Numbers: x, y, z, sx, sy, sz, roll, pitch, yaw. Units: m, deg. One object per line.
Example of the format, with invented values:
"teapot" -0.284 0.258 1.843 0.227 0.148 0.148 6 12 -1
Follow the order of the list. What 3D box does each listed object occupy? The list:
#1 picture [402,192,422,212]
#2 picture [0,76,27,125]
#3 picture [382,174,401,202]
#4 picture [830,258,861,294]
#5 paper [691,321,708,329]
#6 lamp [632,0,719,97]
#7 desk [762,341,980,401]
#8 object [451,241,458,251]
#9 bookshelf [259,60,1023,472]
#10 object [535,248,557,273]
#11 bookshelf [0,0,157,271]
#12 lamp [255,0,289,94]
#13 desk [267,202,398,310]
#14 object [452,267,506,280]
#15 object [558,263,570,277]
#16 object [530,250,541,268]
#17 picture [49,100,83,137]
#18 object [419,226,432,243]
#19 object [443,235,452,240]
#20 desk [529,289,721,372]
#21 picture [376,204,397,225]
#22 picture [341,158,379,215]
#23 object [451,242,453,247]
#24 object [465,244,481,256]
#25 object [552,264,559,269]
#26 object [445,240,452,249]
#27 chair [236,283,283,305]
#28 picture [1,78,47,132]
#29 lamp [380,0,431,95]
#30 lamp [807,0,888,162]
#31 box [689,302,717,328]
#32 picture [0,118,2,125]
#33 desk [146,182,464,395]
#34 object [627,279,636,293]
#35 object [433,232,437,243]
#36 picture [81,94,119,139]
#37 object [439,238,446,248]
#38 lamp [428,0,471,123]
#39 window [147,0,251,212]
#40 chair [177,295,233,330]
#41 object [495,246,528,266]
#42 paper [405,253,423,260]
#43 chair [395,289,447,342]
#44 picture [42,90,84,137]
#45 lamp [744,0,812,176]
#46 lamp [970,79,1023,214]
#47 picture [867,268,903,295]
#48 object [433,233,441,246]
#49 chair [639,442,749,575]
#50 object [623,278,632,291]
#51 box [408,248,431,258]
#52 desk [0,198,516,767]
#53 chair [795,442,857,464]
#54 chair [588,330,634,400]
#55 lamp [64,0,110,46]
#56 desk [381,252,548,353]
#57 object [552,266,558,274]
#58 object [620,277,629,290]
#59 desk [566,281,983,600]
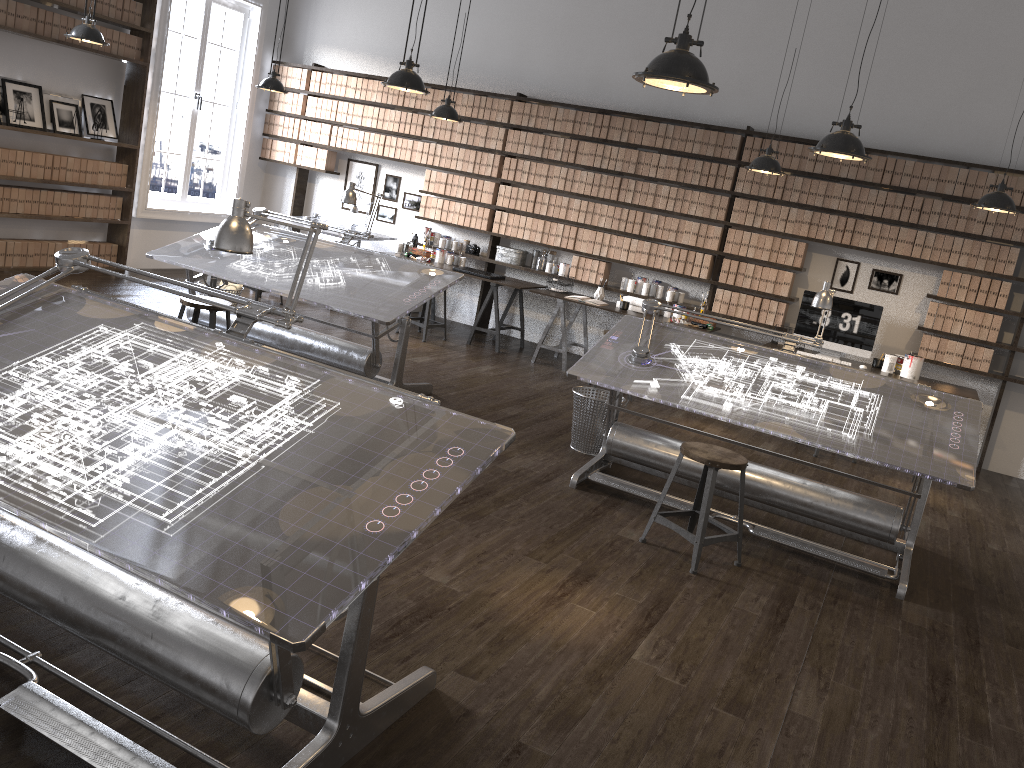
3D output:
"picture" -1.087 -1.992 9.700 0.252 0.182 0.023 16 11 24
"picture" -4.389 -2.456 7.702 0.091 0.402 0.371 15 12 23
"picture" -1.330 -2.168 9.805 0.202 0.282 0.022 16 11 23
"picture" 2.949 -0.958 7.846 0.202 0.282 0.022 16 11 23
"paper" 1.636 -0.525 7.849 0.156 0.038 0.137 21 15 38
"lamp" 0.789 -2.135 2.967 0.312 2.246 0.314 3 13 -41
"desk" 2.869 0.188 7.363 1.677 0.664 0.658 16 12 24
"object" -0.603 -1.454 9.322 0.062 0.093 0.062 13 11 9
"bookshelf" 1.122 -1.003 8.628 9.224 3.180 0.375 16 11 24
"object" 0.340 -1.273 8.922 0.181 0.269 0.157 13 10 8
"bookshelf" -4.414 -2.147 7.751 0.414 3.691 2.483 15 11 23
"lamp" -2.092 -3.892 8.303 0.311 2.233 0.315 12 10 3
"desk" -1.995 -1.466 9.533 1.275 1.088 1.075 16 12 23
"object" -0.321 -1.083 8.666 0.448 0.033 0.313 16 13 23
"object" 0.515 -1.135 8.806 0.095 0.127 0.094 17 12 30
"object" 0.239 -1.273 9.058 0.079 0.187 0.079 12 10 3
"picture" -4.124 -2.453 8.190 0.127 0.288 0.291 15 12 23
"object" -0.917 -1.579 9.419 0.107 0.175 0.108 16 11 25
"object" -0.698 -1.513 9.445 0.094 0.127 0.096 3 13 -35
"desk" 0.979 -0.371 8.227 1.677 0.664 0.658 16 12 24
"picture" -1.395 -1.889 9.857 0.252 0.182 0.023 16 11 24
"picture" -1.714 -2.221 9.973 0.417 0.570 0.040 16 11 24
"object" -0.631 -1.467 9.404 0.054 0.079 0.055 3 13 -38
"object" -0.414 -1.403 9.221 0.171 0.108 0.091 16 12 24
"object" 0.436 -1.159 8.904 0.062 0.092 0.064 8 11 -14
"object" -0.669 -1.467 9.327 0.063 0.092 0.063 13 11 9
"chair" -2.455 -1.060 8.667 0.374 0.523 0.359 18 12 32
"picture" -4.290 -2.450 7.795 0.149 0.388 0.375 15 12 23
"lamp" -0.450 -2.903 5.301 0.312 2.233 0.313 1 14 -45
"lamp" 1.850 -2.222 4.251 0.312 2.233 0.314 3 13 -41
"box" 1.733 -0.623 7.966 0.213 0.205 0.138 16 12 24
"picture" -4.457 -2.315 7.431 0.145 0.227 0.301 16 12 23
"desk" -1.510 -0.797 6.292 2.291 1.375 1.081 16 12 24
"object" 1.140 -0.935 8.459 0.061 0.118 0.062 8 11 -16
"object" -0.817 -1.564 9.523 0.071 0.128 0.072 8 11 -19
"picture" -3.961 -2.567 8.519 0.161 0.361 0.344 15 12 23
"object" -0.736 -1.484 9.342 0.062 0.093 0.062 13 11 9
"lamp" -0.371 -3.384 7.522 0.311 2.233 0.315 12 10 3
"window" -3.369 -2.986 9.411 0.154 2.290 1.249 15 11 23
"chair" -1.945 -0.265 5.547 0.358 0.523 0.375 11 11 2
"object" -0.007 -1.313 9.075 0.318 0.151 0.193 16 12 23
"paper" -1.008 -1.308 9.057 0.155 0.038 0.138 13 12 9
"chair" -0.822 -0.697 8.459 0.374 0.523 0.359 18 12 32
"picture" -4.159 -2.495 8.190 0.096 0.358 0.435 15 12 23
"lamp" 2.089 -2.656 6.399 0.312 2.233 0.314 3 13 -41
"lamp" 3.461 -2.250 5.772 0.312 2.233 0.314 3 13 -41
"picture" 3.248 -0.890 7.707 0.252 0.182 0.023 16 11 24
"object" -0.797 -1.543 9.447 0.070 0.129 0.071 6 12 -28
"chair" 0.912 0.579 4.251 0.358 0.523 0.375 3 13 -37
"object" 1.110 -0.954 8.520 0.063 0.117 0.063 6 11 -25
"box" -0.951 -1.355 9.197 0.213 0.082 0.138 16 13 23
"desk" -1.079 0.111 2.602 2.079 1.375 1.081 16 12 24
"chair" 2.502 0.297 6.894 0.358 0.523 0.375 10 11 -8
"chair" 0.891 -0.173 7.601 0.371 0.523 0.362 11 11 -3
"lamp" -2.979 -3.652 6.456 0.311 2.233 0.315 12 10 3
"desk" -0.580 -0.832 8.938 1.677 0.664 0.658 16 12 24
"object" 0.466 -1.142 8.872 0.062 0.092 0.181 19 14 37
"object" 1.089 -0.972 8.582 0.061 0.118 0.062 6 11 -25
"desk" 1.450 0.079 4.941 2.079 1.375 1.081 16 12 24
